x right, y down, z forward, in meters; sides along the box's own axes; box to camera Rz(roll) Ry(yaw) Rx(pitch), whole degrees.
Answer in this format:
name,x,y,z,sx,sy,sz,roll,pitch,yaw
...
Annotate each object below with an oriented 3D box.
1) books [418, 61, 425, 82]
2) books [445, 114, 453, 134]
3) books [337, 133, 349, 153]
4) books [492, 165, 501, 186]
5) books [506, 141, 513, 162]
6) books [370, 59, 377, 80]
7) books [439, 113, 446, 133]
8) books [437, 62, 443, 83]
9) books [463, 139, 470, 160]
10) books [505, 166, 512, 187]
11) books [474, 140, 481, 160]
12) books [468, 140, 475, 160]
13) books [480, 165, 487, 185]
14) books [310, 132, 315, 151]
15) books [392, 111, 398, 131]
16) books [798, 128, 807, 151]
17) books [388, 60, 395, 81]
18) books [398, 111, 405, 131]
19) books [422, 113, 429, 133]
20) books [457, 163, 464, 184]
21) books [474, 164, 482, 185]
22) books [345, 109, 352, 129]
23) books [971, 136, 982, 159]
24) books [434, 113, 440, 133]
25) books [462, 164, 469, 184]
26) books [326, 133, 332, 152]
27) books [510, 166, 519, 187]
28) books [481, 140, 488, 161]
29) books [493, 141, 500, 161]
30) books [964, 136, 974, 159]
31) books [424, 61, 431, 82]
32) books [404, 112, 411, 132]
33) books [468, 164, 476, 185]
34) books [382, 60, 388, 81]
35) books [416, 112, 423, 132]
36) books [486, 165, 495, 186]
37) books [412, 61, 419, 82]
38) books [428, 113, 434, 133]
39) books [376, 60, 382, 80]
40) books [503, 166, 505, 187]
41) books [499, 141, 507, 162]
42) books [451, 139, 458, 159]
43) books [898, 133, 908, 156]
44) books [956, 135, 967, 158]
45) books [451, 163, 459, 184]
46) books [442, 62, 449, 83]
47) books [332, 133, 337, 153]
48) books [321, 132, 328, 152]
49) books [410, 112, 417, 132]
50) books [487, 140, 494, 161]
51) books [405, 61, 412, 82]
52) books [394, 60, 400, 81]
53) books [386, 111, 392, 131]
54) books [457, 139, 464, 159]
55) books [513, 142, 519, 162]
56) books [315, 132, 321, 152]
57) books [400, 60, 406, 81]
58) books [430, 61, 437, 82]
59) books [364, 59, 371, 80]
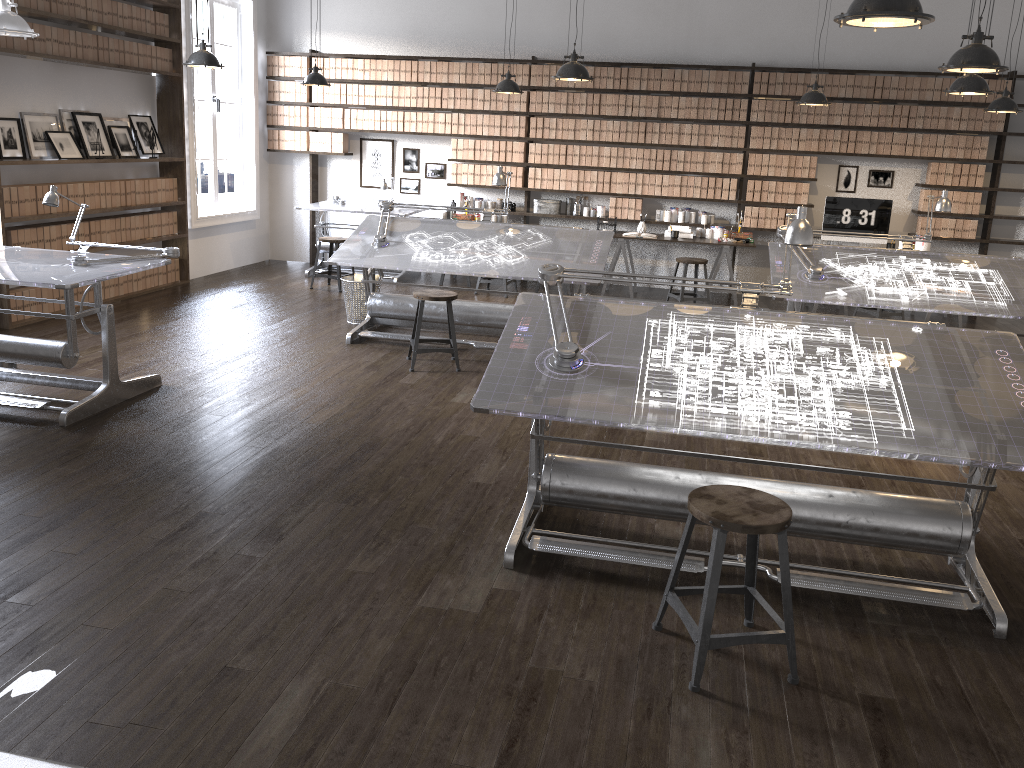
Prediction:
name,x,y,z,sx,sy,sz,roll,pitch,yaw
books,-0.991,-3.492,9.921,0.067,0.223,0.176,5,14,11
books,-0.693,-2.926,9.973,0.067,0.223,0.176,5,14,11
books,-1.963,-2.795,10.280,0.067,0.223,0.176,5,14,11
books,-0.164,-2.347,9.981,0.067,0.223,0.176,5,14,11
books,-0.013,-2.596,9.902,0.067,0.223,0.176,5,14,11
books,-1.541,-3.548,10.027,0.067,0.223,0.176,5,14,11
books,-0.763,-2.933,9.988,0.067,0.223,0.176,5,14,11
books,-0.783,-3.471,9.880,0.067,0.223,0.176,5,14,11
books,-0.499,-2.645,9.995,0.067,0.223,0.176,5,14,11
books,-0.031,-2.335,9.960,0.067,0.223,0.176,5,14,11
books,-0.367,-2.632,9.971,0.067,0.223,0.176,5,14,11
books,-0.434,-2.637,9.978,0.067,0.223,0.176,5,14,11
books,-0.302,-2.363,10.015,0.067,0.223,0.176,5,14,11
books,-2.298,-2.828,10.341,0.067,0.223,0.176,5,14,11
books,-1.309,-2.990,10.098,0.067,0.223,0.176,5,14,11
books,3.028,-2.551,9.251,0.067,0.223,0.176,5,14,11
books,-1.335,-3.526,9.981,0.067,0.223,0.176,5,14,11
books,-1.237,-2.981,10.078,0.067,0.223,0.176,5,14,11
books,-0.955,-2.954,10.029,0.067,0.223,0.176,5,14,11
books,-0.572,-2.390,10.065,0.067,0.223,0.176,5,14,11
books,-0.371,-2.370,10.027,0.067,0.223,0.176,5,14,11
books,-1.862,-3.046,10.202,0.067,0.223,0.176,5,14,11
books,4.661,-2.384,8.936,0.067,0.223,0.176,5,14,11
books,-0.824,-2.940,10.002,0.067,0.223,0.176,5,14,11
books,-0.511,-2.384,10.052,0.067,0.223,0.176,5,14,11
books,-2.100,-2.808,10.301,0.067,0.223,0.176,5,14,11
books,0.034,-2.329,9.950,0.067,0.223,0.176,5,14,11
books,-0.298,-2.625,9.957,0.067,0.223,0.176,5,14,11
books,-0.159,-2.611,9.931,0.067,0.223,0.176,5,14,11
books,4.592,-2.392,8.950,0.067,0.223,0.176,5,14,11
books,-0.923,-3.484,9.903,0.067,0.223,0.176,5,14,11
books,-1.163,-2.975,10.070,0.067,0.223,0.176,5,14,11
books,-0.440,-2.376,10.036,0.067,0.223,0.176,5,14,11
books,-1.405,-3.534,9.998,0.067,0.223,0.176,5,14,11
books,-1.024,-2.961,10.042,0.067,0.223,0.176,5,14,11
books,-0.235,-2.355,9.998,0.067,0.223,0.176,5,14,11
books,-1.066,-3.498,9.930,0.067,0.223,0.176,5,14,11
books,-0.890,-2.945,10.010,0.067,0.223,0.176,5,14,11
books,-1.472,-3.542,10.015,0.067,0.223,0.176,5,14,11
books,-0.094,-2.340,9.968,0.067,0.223,0.176,5,14,11
books,-0.087,-2.602,9.911,0.067,0.223,0.176,5,14,11
books,-0.632,-2.658,10.017,0.067,0.223,0.176,5,14,11
books,3.980,-2.452,9.062,0.067,0.223,0.176,5,14,11
books,4.524,-2.397,8.957,0.067,0.223,0.176,5,14,11
books,-0.638,-2.396,10.074,0.067,0.223,0.176,5,14,11
books,-0.718,-3.463,9.862,0.067,0.223,0.176,5,14,11
books,-2.031,-2.803,10.295,0.067,0.223,0.176,5,14,11
books,-2.165,-2.816,10.319,0.067,0.223,0.176,5,14,11
books,-1.095,-2.967,10.052,0.067,0.223,0.176,5,14,11
books,-0.230,-2.617,9.940,0.067,0.223,0.176,5,14,11
books,-1.137,-3.507,9.950,0.067,0.223,0.176,5,14,11
books,-1.264,-3.518,9.967,0.067,0.223,0.176,5,14,11
books,-1.373,-2.996,10.108,0.067,0.223,0.176,5,14,11
books,-0.561,-2.651,10.005,0.067,0.223,0.176,5,14,11
books,0.060,-2.588,9.886,0.067,0.223,0.176,5,14,11
books,-2.227,-2.821,10.329,0.067,0.223,0.176,5,14,11
books,-1.201,-3.513,9.960,0.067,0.223,0.176,5,14,11
books,-0.853,-3.478,9.894,0.067,0.223,0.176,5,14,11
books,-1.611,-3.554,10.036,0.067,0.223,0.176,5,14,11
